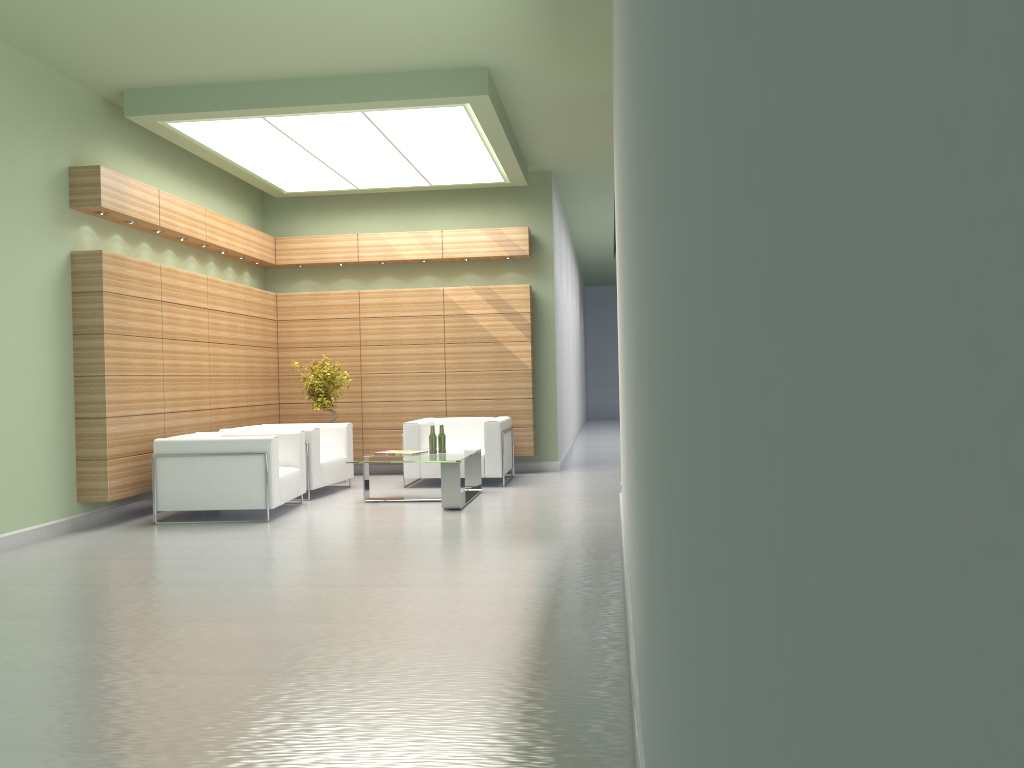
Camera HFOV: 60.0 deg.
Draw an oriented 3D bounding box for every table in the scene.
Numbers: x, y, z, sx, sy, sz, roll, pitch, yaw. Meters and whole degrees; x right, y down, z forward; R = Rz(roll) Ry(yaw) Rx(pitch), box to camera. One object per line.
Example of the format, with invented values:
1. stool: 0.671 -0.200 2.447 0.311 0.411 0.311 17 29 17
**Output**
1. table: -1.539 1.535 14.583 1.783 0.742 2.197 -1 0 6

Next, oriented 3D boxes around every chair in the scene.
1. chair: -3.998 1.365 15.991 1.769 1.234 1.894 -1 0 11
2. chair: -1.001 1.290 17.104 1.894 1.234 1.802 -1 0 6
3. chair: -4.274 1.384 13.682 1.802 1.234 1.894 -1 0 1

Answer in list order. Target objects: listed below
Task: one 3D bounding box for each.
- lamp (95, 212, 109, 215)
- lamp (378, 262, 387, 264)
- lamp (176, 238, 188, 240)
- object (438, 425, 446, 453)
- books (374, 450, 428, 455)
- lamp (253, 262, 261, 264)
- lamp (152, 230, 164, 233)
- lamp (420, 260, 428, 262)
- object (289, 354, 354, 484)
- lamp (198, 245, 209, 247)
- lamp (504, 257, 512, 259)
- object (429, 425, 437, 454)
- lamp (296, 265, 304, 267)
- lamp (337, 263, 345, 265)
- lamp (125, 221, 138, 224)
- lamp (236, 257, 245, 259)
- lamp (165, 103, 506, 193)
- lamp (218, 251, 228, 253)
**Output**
1. lamp: -5.931 -2.494 12.820 0.181 0.074 0.181 -1 0 -22
2. lamp: -2.744 -2.600 18.821 0.181 0.074 0.181 -2 0 -33
3. lamp: -5.662 -2.513 15.216 0.181 0.074 0.181 -1 0 -22
4. object: -1.169 0.915 14.789 0.131 0.475 0.131 -2 0 -29
5. books: -1.874 1.156 14.971 0.762 0.025 0.508 -1 0 26
6. lamp: -5.300 -2.538 18.437 0.181 0.074 0.181 -1 0 -10
7. lamp: -5.752 -2.507 14.419 0.181 0.074 0.181 -1 0 -10
8. lamp: -1.859 -2.620 18.721 0.181 0.074 0.181 -1 0 1
9. object: -3.789 0.677 17.606 1.201 2.565 1.116 -1 0 -25
10. lamp: -5.571 -2.519 16.025 0.181 0.074 0.181 -1 0 -10
11. lamp: -0.082 -2.660 18.521 0.181 0.074 0.181 -1 0 1
12. object: -1.311 0.919 14.683 0.131 0.475 0.131 -2 0 -29
13. lamp: -4.541 -2.559 19.023 0.181 0.074 0.181 -1 0 1
14. lamp: -3.648 -2.579 18.922 0.181 0.074 0.181 -1 0 1
15. lamp: -5.842 -2.500 13.612 0.181 0.074 0.181 -1 0 -10
16. lamp: -5.390 -2.532 17.634 0.181 0.074 0.181 -1 0 -22
17. lamp: -2.687 -4.172 15.654 4.571 0.325 5.060 -1 0 6
18. lamp: -5.482 -2.526 16.819 0.181 0.074 0.181 -1 0 -10
